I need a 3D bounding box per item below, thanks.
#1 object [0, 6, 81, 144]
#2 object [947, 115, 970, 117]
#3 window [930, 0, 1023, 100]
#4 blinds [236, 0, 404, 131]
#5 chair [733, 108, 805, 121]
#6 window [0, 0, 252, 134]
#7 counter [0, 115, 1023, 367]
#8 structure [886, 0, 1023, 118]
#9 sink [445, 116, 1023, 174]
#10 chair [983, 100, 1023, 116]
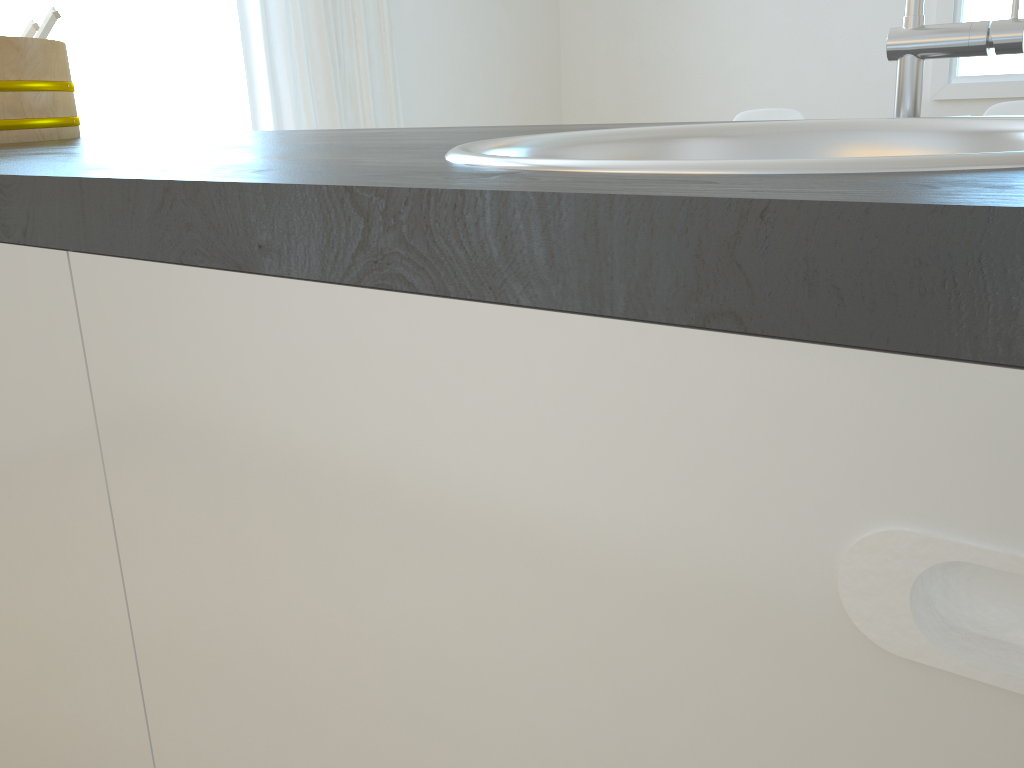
[{"bbox_3d":[-0.845,-0.454,1.275,0.380,0.211,0.435,-10,19,-24],"label":"object"},{"bbox_3d":[1.153,-0.681,2.395,0.152,0.085,0.153,-10,19,-24],"label":"object"},{"bbox_3d":[1.822,-1.259,2.159,1.888,2.021,2.579,9,20,35],"label":"window"},{"bbox_3d":[-0.704,-1.754,3.262,0.150,2.126,0.804,8,18,35],"label":"blinds"},{"bbox_3d":[0.961,-0.555,3.287,0.430,0.887,0.531,1,16,11],"label":"chair"},{"bbox_3d":[-1.622,-1.246,2.394,0.089,1.888,2.759,8,20,35],"label":"window"},{"bbox_3d":[-0.071,-0.176,0.716,2.411,0.039,0.608,11,22,35],"label":"counter"},{"bbox_3d":[0.303,-0.294,0.624,0.097,0.212,0.164,9,19,35],"label":"structure"},{"bbox_3d":[0.167,-0.068,0.523,0.404,0.154,0.410,-6,18,-11],"label":"sink"},{"bbox_3d":[1.643,-0.475,2.949,0.432,0.887,0.529,9,19,35],"label":"chair"}]
